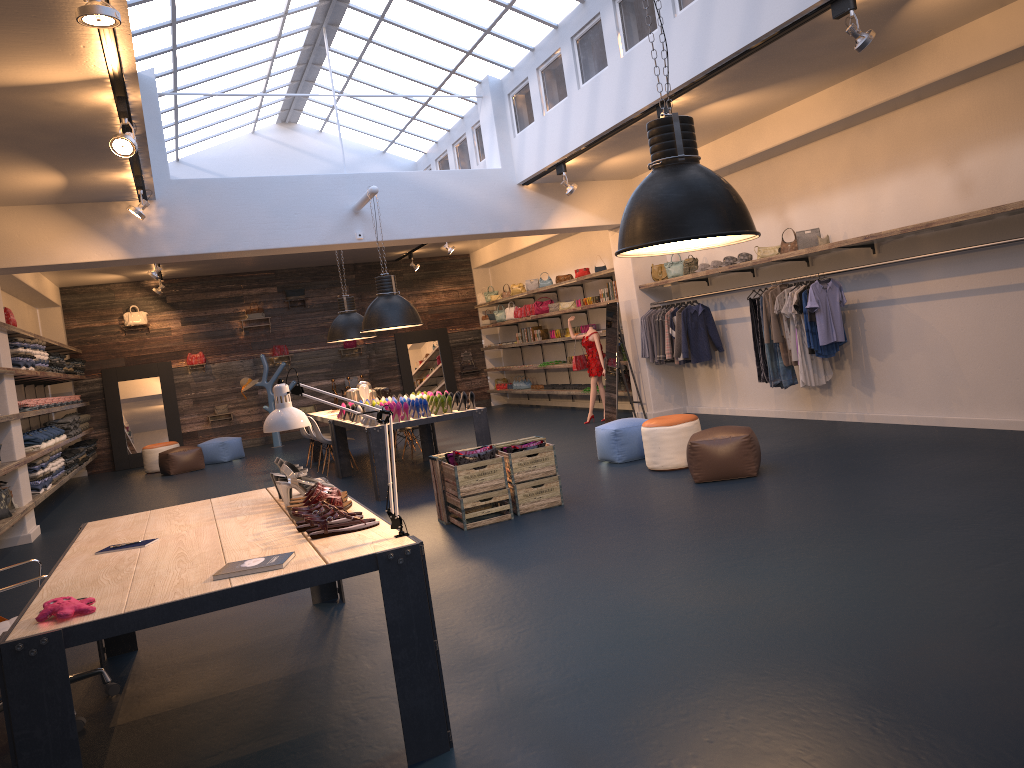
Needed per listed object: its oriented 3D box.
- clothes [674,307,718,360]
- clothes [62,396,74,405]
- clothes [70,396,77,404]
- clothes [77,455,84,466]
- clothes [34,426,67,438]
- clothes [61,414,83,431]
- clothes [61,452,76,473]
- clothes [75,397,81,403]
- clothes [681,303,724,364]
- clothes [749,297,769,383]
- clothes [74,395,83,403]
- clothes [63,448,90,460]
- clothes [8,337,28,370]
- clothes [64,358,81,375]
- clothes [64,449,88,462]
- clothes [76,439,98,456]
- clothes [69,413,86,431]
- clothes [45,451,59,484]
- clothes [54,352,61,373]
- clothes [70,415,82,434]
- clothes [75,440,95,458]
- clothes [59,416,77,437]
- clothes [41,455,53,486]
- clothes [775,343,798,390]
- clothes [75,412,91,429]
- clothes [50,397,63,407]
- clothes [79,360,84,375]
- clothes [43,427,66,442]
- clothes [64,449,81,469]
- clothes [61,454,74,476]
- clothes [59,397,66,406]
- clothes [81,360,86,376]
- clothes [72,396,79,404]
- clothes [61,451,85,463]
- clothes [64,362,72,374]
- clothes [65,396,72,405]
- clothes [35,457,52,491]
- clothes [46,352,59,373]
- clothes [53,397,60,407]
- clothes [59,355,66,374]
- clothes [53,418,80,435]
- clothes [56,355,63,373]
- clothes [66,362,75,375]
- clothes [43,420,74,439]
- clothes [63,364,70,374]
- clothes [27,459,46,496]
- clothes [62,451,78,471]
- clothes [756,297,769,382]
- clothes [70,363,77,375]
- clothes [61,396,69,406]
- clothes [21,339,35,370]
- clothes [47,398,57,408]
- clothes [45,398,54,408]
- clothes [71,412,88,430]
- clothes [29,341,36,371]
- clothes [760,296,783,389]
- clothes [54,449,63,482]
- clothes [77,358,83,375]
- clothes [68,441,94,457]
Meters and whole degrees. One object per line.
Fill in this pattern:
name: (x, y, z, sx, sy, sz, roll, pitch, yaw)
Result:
clothes: (2.463, -0.697, 11.781, 0.755, 0.735, 0.161, -9, 1, -28)
clothes: (-7.366, 0.283, 14.204, 0.344, 0.155, 0.326, -9, 3, -29)
clothes: (-7.529, 0.294, 14.568, 0.359, 0.159, 0.313, -8, 2, -3)
clothes: (-6.910, 1.179, 13.432, 0.436, 0.251, 0.331, -8, 2, -15)
clothes: (-6.631, 0.724, 12.377, 0.454, 0.240, 0.399, -9, 2, -24)
clothes: (-7.338, 0.660, 14.420, 0.356, 0.342, 0.372, -8, 2, -17)
clothes: (-6.470, 1.144, 12.451, 0.395, 0.299, 0.295, -9, 2, -35)
clothes: (-7.769, 0.296, 15.201, 0.359, 0.159, 0.313, -8, 2, -3)
clothes: (2.517, -0.687, 11.640, 0.724, 0.796, 0.163, -8, 1, -27)
clothes: (2.975, -0.525, 10.419, 0.246, 1.047, 0.137, -8, 0, -25)
clothes: (-7.859, 0.287, 15.505, 0.344, 0.155, 0.326, -9, 3, -29)
clothes: (-7.310, 1.181, 14.493, 0.446, 0.251, 0.322, -9, 2, -26)
clothes: (-5.818, -0.342, 10.087, 0.268, 0.410, 0.302, -8, 1, -16)
clothes: (-7.582, -0.281, 14.856, 0.394, 0.299, 0.306, -9, 2, -21)
clothes: (-7.180, 1.181, 14.145, 0.436, 0.251, 0.331, -8, 2, -15)
clothes: (-7.657, 1.153, 15.578, 0.389, 0.299, 0.606, -8, 2, -20)
clothes: (-7.485, 0.661, 14.808, 0.356, 0.342, 0.372, -8, 2, -17)
clothes: (-5.951, 1.073, 11.023, 0.280, 0.455, 0.321, -8, 1, -10)
clothes: (-6.681, -0.286, 12.444, 0.395, 0.299, 0.295, -9, 2, -35)
clothes: (-7.083, 0.672, 13.834, 0.420, 0.317, 0.330, -9, 2, -37)
clothes: (-7.489, 1.152, 15.145, 0.395, 0.299, 0.295, -9, 2, -35)
clothes: (-6.821, 0.670, 13.141, 0.420, 0.317, 0.330, -9, 2, -37)
clothes: (-5.832, 1.090, 10.691, 0.268, 0.410, 0.302, -8, 1, -16)
clothes: (3.134, -0.509, 10.130, 0.218, 1.136, 0.221, -8, 0, -16)
clothes: (-7.778, 0.663, 15.583, 0.356, 0.342, 0.372, -8, 2, -17)
clothes: (-6.882, 0.280, 12.924, 0.344, 0.155, 0.326, -9, 3, -29)
clothes: (-7.809, -0.278, 15.424, 0.377, 0.299, 0.285, -9, 2, -24)
clothes: (-6.498, 0.723, 12.025, 0.438, 0.240, 0.416, -8, 2, -8)
clothes: (-6.688, 1.146, 13.026, 0.372, 0.299, 0.290, -8, 2, -18)
clothes: (-6.351, 1.142, 12.170, 0.394, 0.299, 0.306, -9, 2, -21)
clothes: (-7.037, 0.291, 13.267, 0.359, 0.159, 0.313, -8, 2, -3)
clothes: (-7.919, -0.277, 15.712, 0.372, 0.299, 0.290, -8, 2, -18)
clothes: (-7.619, 0.285, 14.873, 0.344, 0.155, 0.326, -9, 3, -29)
clothes: (-7.040, 1.179, 13.780, 0.446, 0.251, 0.322, -9, 2, -26)
clothes: (-7.251, -0.251, 13.772, 0.446, 0.251, 0.322, -9, 2, -26)
clothes: (-7.277, 0.293, 13.900, 0.359, 0.159, 0.313, -8, 2, -3)
clothes: (-5.697, 1.085, 10.414, 0.268, 0.410, 0.302, -8, 1, -16)
clothes: (-6.562, -0.289, 12.162, 0.394, 0.299, 0.306, -9, 2, -21)
clothes: (-6.792, 0.289, 12.619, 0.359, 0.159, 0.313, -8, 2, -3)
clothes: (-6.899, -0.285, 13.018, 0.372, 0.299, 0.290, -8, 2, -18)
clothes: (-6.947, 0.677, 13.506, 0.403, 0.302, 0.324, -9, 2, -35)
clothes: (-6.790, -0.285, 12.730, 0.377, 0.299, 0.285, -9, 2, -24)
clothes: (-7.391, -0.250, 14.137, 0.436, 0.251, 0.331, -8, 2, -15)
clothes: (-6.684, 0.675, 12.813, 0.403, 0.302, 0.324, -9, 2, -35)
clothes: (-7.121, -0.252, 13.424, 0.436, 0.251, 0.331, -8, 2, -15)
clothes: (-5.607, 1.088, 10.095, 0.268, 0.410, 0.302, -8, 1, -16)
clothes: (-6.579, 1.145, 12.738, 0.377, 0.299, 0.285, -9, 2, -24)
clothes: (3.041, -0.523, 10.290, 0.246, 1.047, 0.137, -8, 0, -25)
clothes: (-7.521, -0.249, 14.486, 0.446, 0.251, 0.322, -9, 2, -26)
clothes: (-7.127, 0.282, 13.572, 0.344, 0.155, 0.326, -9, 3, -29)
clothes: (-5.909, -0.345, 10.406, 0.268, 0.410, 0.302, -8, 1, -16)
clothes: (-6.642, 0.278, 12.291, 0.344, 0.155, 0.326, -9, 3, -29)
clothes: (-6.552, 0.287, 11.987, 0.359, 0.159, 0.313, -8, 2, -3)
clothes: (-7.631, 0.662, 15.195, 0.356, 0.342, 0.372, -8, 2, -17)
clothes: (-6.043, -0.341, 10.683, 0.268, 0.410, 0.302, -8, 1, -16)
clothes: (3.037, -0.497, 10.153, 0.251, 1.136, 0.143, -8, 1, -43)
clothes: (-6.060, 1.074, 11.310, 0.280, 0.455, 0.321, -8, 1, -10)
clothes: (-7.701, -0.279, 15.138, 0.395, 0.299, 0.295, -9, 2, -35)
clothes: (-7.371, 1.149, 14.864, 0.394, 0.299, 0.306, -9, 2, -21)
